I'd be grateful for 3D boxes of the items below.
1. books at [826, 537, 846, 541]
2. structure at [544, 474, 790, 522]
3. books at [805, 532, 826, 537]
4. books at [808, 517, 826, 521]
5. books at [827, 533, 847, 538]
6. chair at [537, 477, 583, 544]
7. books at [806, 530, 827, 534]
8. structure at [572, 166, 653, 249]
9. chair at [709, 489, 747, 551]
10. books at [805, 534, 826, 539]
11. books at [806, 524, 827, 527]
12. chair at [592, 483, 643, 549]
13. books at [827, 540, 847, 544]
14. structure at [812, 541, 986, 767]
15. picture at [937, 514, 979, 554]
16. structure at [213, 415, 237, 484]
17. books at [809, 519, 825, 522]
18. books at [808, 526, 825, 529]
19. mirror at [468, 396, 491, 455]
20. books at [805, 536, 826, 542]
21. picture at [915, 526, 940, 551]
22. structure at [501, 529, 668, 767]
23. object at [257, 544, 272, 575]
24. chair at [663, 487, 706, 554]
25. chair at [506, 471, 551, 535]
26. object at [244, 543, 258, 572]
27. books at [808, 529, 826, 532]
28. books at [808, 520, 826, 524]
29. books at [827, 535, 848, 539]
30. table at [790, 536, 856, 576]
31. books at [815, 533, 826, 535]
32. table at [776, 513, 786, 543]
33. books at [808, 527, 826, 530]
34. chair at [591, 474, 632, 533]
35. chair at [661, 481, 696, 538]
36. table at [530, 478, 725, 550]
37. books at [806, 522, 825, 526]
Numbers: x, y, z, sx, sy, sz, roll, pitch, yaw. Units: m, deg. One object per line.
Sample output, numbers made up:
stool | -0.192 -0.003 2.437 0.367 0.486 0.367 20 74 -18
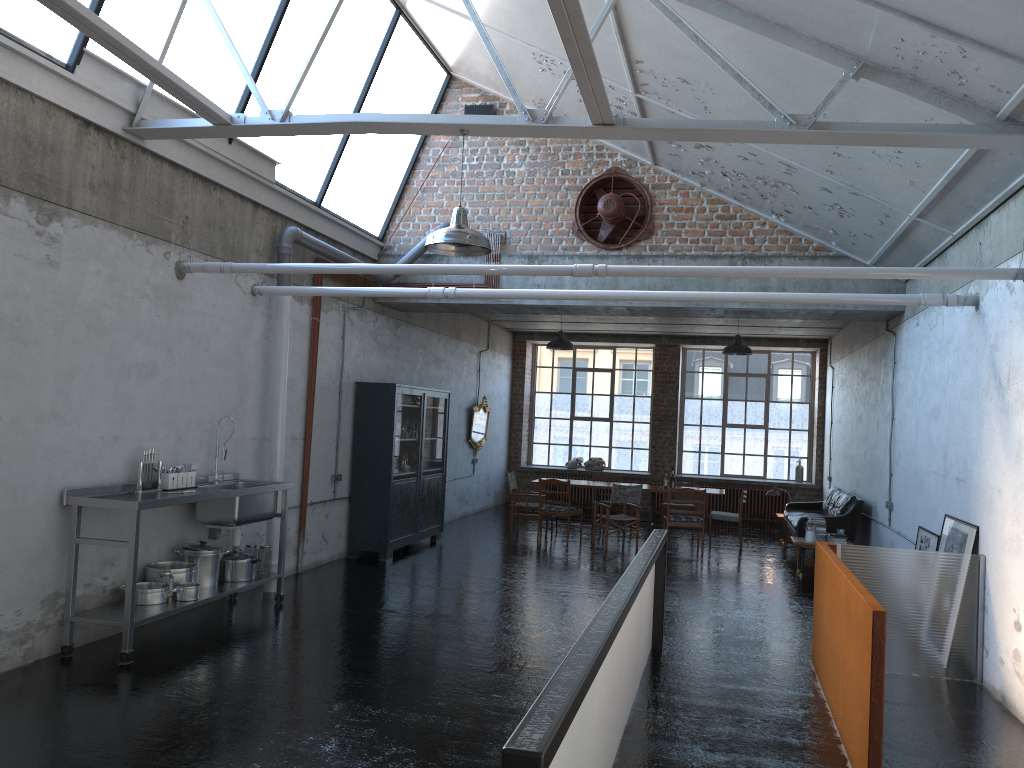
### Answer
books | 4.378 2.091 11.974 0.166 0.024 0.227 3 -2 -7
structure | 3.281 2.477 19.265 5.349 0.713 0.232 2 -2 14
books | 4.132 2.052 12.074 0.249 0.023 0.175 2 -2 14
books | 4.155 1.840 12.102 0.201 0.024 0.159 3 -2 4
books | 4.383 2.041 11.971 0.225 0.029 0.179 3 -2 6
chair | 0.773 2.025 14.208 0.573 1.028 0.509 1 -3 33
books | 4.147 2.013 12.090 0.245 0.028 0.193 2 -2 9
structure | 1.334 -2.298 11.652 1.058 1.096 0.808 2 -2 14
chair | 3.474 2.175 14.289 0.577 0.971 0.589 2 -2 13
books | 4.131 2.075 12.073 0.249 0.023 0.175 2 -2 9
books | 4.149 1.926 12.090 0.244 0.019 0.174 2 -2 14
chair | 1.636 2.035 13.744 0.574 1.031 0.713 3 -2 -16
books | 4.383 2.120 11.966 0.179 0.034 0.243 3 -2 -3
structure | 2.802 1.881 5.861 1.272 1.221 2.942 2 -2 14
picture | 3.807 1.790 7.777 0.233 1.215 1.095 2 -2 14
structure | -2.720 0.620 8.409 0.210 0.661 0.039 2 -2 13
books | 4.158 1.861 12.091 0.205 0.020 0.155 2 -2 14
books | 4.153 1.946 12.087 0.205 0.022 0.155 2 -2 9
mirror | -0.616 0.819 17.478 0.172 1.182 1.339 2 -2 14
books | 4.128 2.108 12.074 0.248 0.043 0.192 2 -2 14
picture | 4.129 1.971 8.954 0.135 0.994 0.889 2 -2 14
structure | 0.637 1.746 5.069 0.119 1.221 5.500 2 -2 14
object | -2.408 1.703 8.638 0.130 0.285 0.130 3 -2 0
chair | 2.642 2.093 13.638 0.573 1.028 0.509 3 -2 3
chair | 0.269 2.021 15.053 0.713 1.031 0.574 2 -2 14
object | -2.556 1.697 8.674 0.130 0.285 0.130 3 -2 0
books | 4.154 1.988 12.085 0.221 0.023 0.147 2 -2 13
books | 4.160 1.883 12.100 0.209 0.023 0.167 2 -2 7
books | 4.392 2.068 11.974 0.243 0.024 0.175 2 -2 10
table | 4.183 2.351 11.947 0.811 0.458 0.649 2 -2 14
books | 4.146 2.034 12.088 0.255 0.014 0.192 2 -2 17
table | 4.995 2.524 15.341 0.811 0.458 0.649 2 -2 14
books | 4.155 1.968 12.091 0.224 0.021 0.158 2 -2 14
chair | 1.784 2.136 15.784 0.573 1.028 0.509 4 -2 -22
chair | 2.942 2.204 15.670 0.589 0.971 0.577 2 -2 13
table | 1.911 2.141 14.693 3.112 0.917 1.067 2 -2 14
books | 4.142 1.904 12.092 0.231 0.023 0.162 2 -3 29
